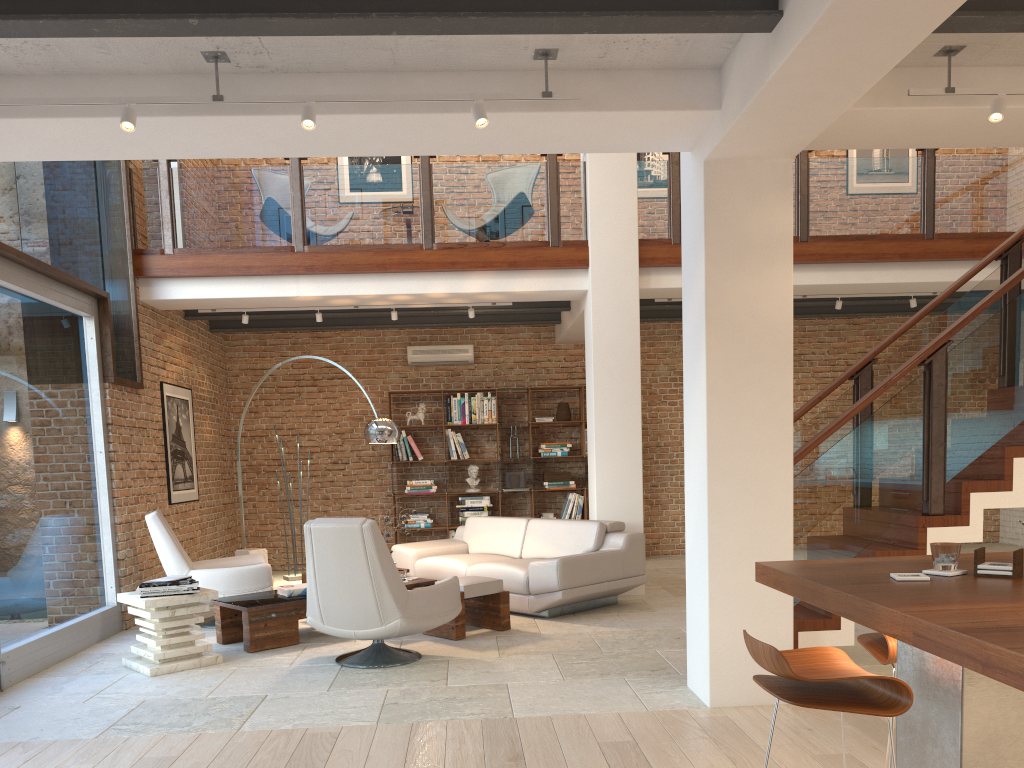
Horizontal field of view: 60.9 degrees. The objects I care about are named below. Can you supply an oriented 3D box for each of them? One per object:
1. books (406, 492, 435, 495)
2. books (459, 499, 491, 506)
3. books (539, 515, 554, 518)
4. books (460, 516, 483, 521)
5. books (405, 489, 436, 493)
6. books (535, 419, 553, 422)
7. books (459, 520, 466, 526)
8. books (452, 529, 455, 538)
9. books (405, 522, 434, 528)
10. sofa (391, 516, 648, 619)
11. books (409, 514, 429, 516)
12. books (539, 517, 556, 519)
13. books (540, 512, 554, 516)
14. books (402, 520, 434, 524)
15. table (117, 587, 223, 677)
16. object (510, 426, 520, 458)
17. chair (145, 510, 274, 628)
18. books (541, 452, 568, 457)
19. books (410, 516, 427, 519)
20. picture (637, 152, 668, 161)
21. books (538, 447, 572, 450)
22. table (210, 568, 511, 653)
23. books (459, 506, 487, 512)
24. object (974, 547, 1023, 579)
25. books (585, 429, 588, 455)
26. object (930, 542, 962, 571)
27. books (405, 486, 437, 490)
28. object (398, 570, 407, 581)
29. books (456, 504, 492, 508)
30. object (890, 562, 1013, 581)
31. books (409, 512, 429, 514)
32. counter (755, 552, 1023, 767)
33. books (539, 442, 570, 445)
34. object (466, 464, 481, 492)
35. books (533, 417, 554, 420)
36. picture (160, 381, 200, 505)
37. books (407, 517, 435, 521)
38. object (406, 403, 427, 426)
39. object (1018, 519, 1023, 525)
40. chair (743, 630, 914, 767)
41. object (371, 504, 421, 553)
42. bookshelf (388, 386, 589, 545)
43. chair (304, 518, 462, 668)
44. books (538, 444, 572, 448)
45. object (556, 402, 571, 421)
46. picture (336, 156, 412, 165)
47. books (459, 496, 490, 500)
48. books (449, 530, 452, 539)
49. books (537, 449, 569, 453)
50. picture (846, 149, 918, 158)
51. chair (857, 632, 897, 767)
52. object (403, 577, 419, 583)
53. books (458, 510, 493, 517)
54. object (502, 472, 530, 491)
[{"bbox_3d":[-1.130,1.356,10.848,0.355,0.021,0.272,-2,-5,-3],"label":"books"},{"bbox_3d":[-0.467,1.476,10.906,0.379,0.065,0.244,-1,-4,-9],"label":"books"},{"bbox_3d":[0.430,1.668,10.979,0.162,0.017,0.252,-2,-5,-3],"label":"books"},{"bbox_3d":[-0.469,1.679,10.923,0.362,0.056,0.282,-2,-4,-1],"label":"books"},{"bbox_3d":[-1.140,1.327,10.839,0.379,0.036,0.244,-1,-5,-8],"label":"books"},{"bbox_3d":[0.393,0.457,10.793,0.206,0.034,0.132,-2,-4,-3],"label":"books"},{"bbox_3d":[-0.465,1.738,10.910,0.379,0.065,0.244,-1,-4,-9],"label":"books"},{"bbox_3d":[-0.729,2.018,10.946,0.036,0.386,0.242,-2,3,-3],"label":"books"},{"bbox_3d":[-1.150,1.762,10.883,0.327,0.056,0.254,-2,-4,7],"label":"books"},{"bbox_3d":[-0.002,1.647,8.113,1.139,0.759,2.335,0,-4,-43],"label":"sofa"},{"bbox_3d":[-1.168,1.638,10.899,0.236,0.019,0.171,-1,-5,-10],"label":"books"},{"bbox_3d":[0.449,1.686,10.993,0.171,0.019,0.236,-1,-5,-10],"label":"books"},{"bbox_3d":[0.441,1.642,10.982,0.132,0.034,0.206,-1,-5,-8],"label":"books"},{"bbox_3d":[-1.173,1.716,10.886,0.379,0.036,0.244,-2,-5,-3],"label":"books"},{"bbox_3d":[-2.330,1.666,5.941,0.492,0.507,0.495,-2,1,-43],"label":"table"},{"bbox_3d":[0.027,0.718,10.801,0.121,0.402,0.061,-2,5,0],"label":"object"},{"bbox_3d":[-2.572,1.557,7.453,0.981,1.005,1.024,-2,0,-19],"label":"chair"},{"bbox_3d":[0.537,0.878,10.893,0.327,0.056,0.254,-2,-4,7],"label":"books"},{"bbox_3d":[-1.161,1.663,10.895,0.206,0.034,0.132,-2,-4,-3],"label":"books"},{"bbox_3d":[1.628,-2.903,10.798,0.913,1.206,0.027,-2,6,-3],"label":"picture"},{"bbox_3d":[0.529,0.804,10.884,0.379,0.018,0.244,-1,-5,-10],"label":"books"},{"bbox_3d":[-1.350,1.763,7.043,1.963,0.431,2.210,2,-6,-42],"label":"table"},{"bbox_3d":[-0.487,1.556,10.883,0.326,0.056,0.255,-1,-4,-8],"label":"books"},{"bbox_3d":[1.490,0.546,2.669,0.115,0.082,0.093,-3,-1,42],"label":"object"},{"bbox_3d":[0.918,0.729,10.900,0.055,0.332,0.253,-2,2,-3],"label":"books"},{"bbox_3d":[1.360,0.543,2.735,0.091,0.085,0.090,-2,0,12],"label":"object"},{"bbox_3d":[-1.130,1.289,10.829,0.379,0.036,0.244,-1,-5,-9],"label":"books"},{"bbox_3d":[-0.866,1.503,6.834,0.090,0.085,0.091,-2,0,-44],"label":"object"},{"bbox_3d":[-0.473,1.518,10.892,0.444,0.021,0.272,-2,-5,-3],"label":"books"},{"bbox_3d":[1.359,0.577,2.706,0.395,0.035,0.198,-2,-5,1],"label":"object"},{"bbox_3d":[-1.159,1.609,10.876,0.252,0.017,0.162,-2,-5,-3],"label":"books"},{"bbox_3d":[1.819,0.985,2.050,1.685,0.923,2.493,-2,-4,-3],"label":"counter"},{"bbox_3d":[0.526,0.749,10.890,0.355,0.021,0.272,-1,-5,-5],"label":"books"},{"bbox_3d":[-0.486,1.173,10.862,0.196,0.353,0.192,-1,3,12],"label":"object"},{"bbox_3d":[0.386,0.431,10.797,0.236,0.019,0.171,-1,-5,-10],"label":"books"},{"bbox_3d":[-3.355,0.612,8.830,0.027,1.203,0.906,-2,2,-3],"label":"picture"},{"bbox_3d":[-1.157,1.687,10.874,0.379,0.018,0.244,-1,-5,-10],"label":"books"},{"bbox_3d":[-1.173,0.370,10.701,0.252,0.285,0.129,-2,4,5],"label":"object"},{"bbox_3d":[1.762,0.467,2.671,0.364,0.223,0.364,0,-3,-38],"label":"object"},{"bbox_3d":[0.918,1.143,2.668,0.423,0.780,0.400,-2,3,-3],"label":"chair"},{"bbox_3d":[-0.996,1.288,7.169,0.539,0.611,0.315,-3,3,-32],"label":"object"},{"bbox_3d":[0.038,1.167,10.881,3.032,2.219,0.360,-2,5,-3],"label":"bookshelf"},{"bbox_3d":[-0.947,1.358,5.776,1.028,1.023,0.965,-2,1,13],"label":"chair"},{"bbox_3d":[0.530,0.776,10.873,0.379,0.036,0.244,-1,-5,-9],"label":"books"},{"bbox_3d":[0.638,0.350,10.794,0.193,0.234,0.192,-1,2,44],"label":"object"},{"bbox_3d":[-1.680,-2.809,10.620,0.913,1.206,0.027,-2,6,-3],"label":"picture"},{"bbox_3d":[-0.473,1.425,10.897,0.379,0.036,0.244,-2,-5,-3],"label":"books"},{"bbox_3d":[-0.764,2.018,10.928,0.036,0.386,0.242,-2,3,-3],"label":"books"},{"bbox_3d":[0.514,0.833,10.896,0.379,0.036,0.244,-2,-5,-3],"label":"books"},{"bbox_3d":[4.656,-2.989,10.961,0.913,1.206,0.027,-2,6,-3],"label":"picture"},{"bbox_3d":[1.493,1.173,3.235,0.405,0.780,0.418,-2,3,-3],"label":"chair"},{"bbox_3d":[-0.853,1.546,6.921,0.270,0.035,0.249,1,-5,-31],"label":"object"},{"bbox_3d":[-0.459,1.617,10.902,0.379,0.065,0.244,-1,-4,-16],"label":"books"},{"bbox_3d":[0.041,1.213,10.869,0.335,0.234,0.283,-2,-1,-3],"label":"object"}]
